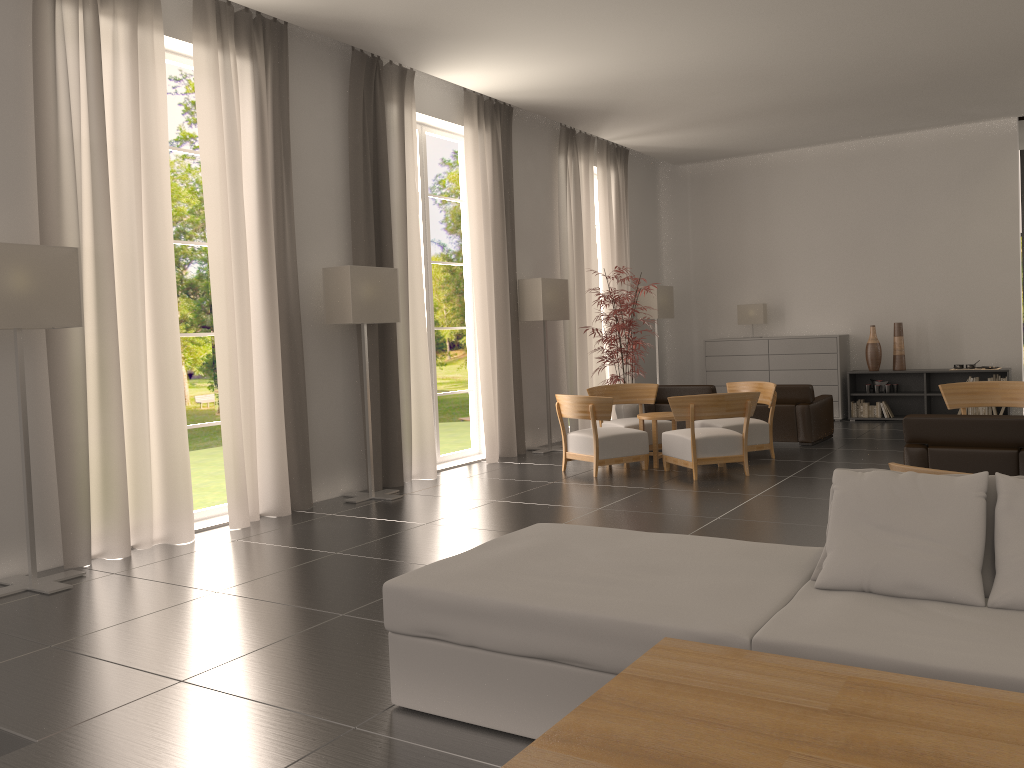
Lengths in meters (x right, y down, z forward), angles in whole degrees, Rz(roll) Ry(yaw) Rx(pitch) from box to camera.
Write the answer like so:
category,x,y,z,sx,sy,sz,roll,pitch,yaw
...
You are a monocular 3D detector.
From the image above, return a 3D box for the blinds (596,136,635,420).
category,x,y,z,sx,sy,sz,roll,pitch,yaw
blinds,2.334,-2.229,19.819,0.417,6.428,1.551,-1,2,29

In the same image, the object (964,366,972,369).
category,x,y,z,sx,sy,sz,roll,pitch,yaw
object,9.358,-0.336,18.328,0.292,0.058,0.086,-1,3,19

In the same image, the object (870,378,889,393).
category,x,y,z,sx,sy,sz,roll,pitch,yaw
object,7.997,0.032,19.293,0.142,0.309,0.413,-4,3,-43

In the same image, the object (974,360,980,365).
category,x,y,z,sx,sy,sz,roll,pitch,yaw
object,9.623,-0.419,18.488,0.261,0.151,0.086,-2,2,0

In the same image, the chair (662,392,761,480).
category,x,y,z,sx,sy,sz,roll,pitch,yaw
chair,2.886,0.718,13.112,1.452,1.226,1.151,-3,3,-13

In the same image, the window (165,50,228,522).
category,x,y,z,sx,sy,sz,roll,pitch,yaw
window,-4.271,-1.141,10.536,0.110,5.746,2.646,-1,3,32

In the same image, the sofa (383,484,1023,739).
category,x,y,z,sx,sy,sz,roll,pitch,yaw
sofa,1.041,1.351,2.883,5.524,1.204,5.609,0,4,32

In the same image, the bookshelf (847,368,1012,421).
category,x,y,z,sx,sy,sz,roll,pitch,yaw
bookshelf,8.811,0.239,18.793,3.080,1.078,0.741,0,3,32

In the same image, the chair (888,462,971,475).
category,x,y,z,sx,sy,sz,roll,pitch,yaw
chair,3.227,1.110,5.607,1.151,1.226,1.452,-4,3,-32

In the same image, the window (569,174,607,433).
category,x,y,z,sx,sy,sz,roll,pitch,yaw
window,1.385,-1.859,19.452,0.110,5.746,2.646,-1,3,32

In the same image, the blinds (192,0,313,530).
category,x,y,z,sx,sy,sz,roll,pitch,yaw
blinds,-3.213,-1.524,11.075,0.417,6.428,1.551,-1,2,29

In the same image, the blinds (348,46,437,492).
category,x,y,z,sx,sy,sz,roll,pitch,yaw
blinds,-1.819,-1.701,13.275,0.415,6.428,1.551,-1,3,37

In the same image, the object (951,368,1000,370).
category,x,y,z,sx,sy,sz,roll,pitch,yaw
object,9.554,-0.310,18.275,0.893,0.003,0.672,0,4,35

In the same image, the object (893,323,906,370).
category,x,y,z,sx,sy,sz,roll,pitch,yaw
object,8.332,-0.809,19.101,0.262,1.024,0.263,-1,3,36

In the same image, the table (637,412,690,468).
category,x,y,z,sx,sy,sz,roll,pitch,yaw
table,2.459,0.887,14.220,0.870,0.802,0.870,-4,3,-35

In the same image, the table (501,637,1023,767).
category,x,y,z,sx,sy,sz,roll,pitch,yaw
table,0.922,1.555,2.722,1.600,0.839,1.602,-1,3,32

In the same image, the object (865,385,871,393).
category,x,y,z,sx,sy,sz,roll,pitch,yaw
object,7.753,0.108,19.293,0.135,0.178,0.136,-1,3,34

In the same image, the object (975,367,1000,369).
category,x,y,z,sx,sy,sz,roll,pitch,yaw
object,9.758,-0.333,18.183,0.293,0.034,0.405,-3,3,-10

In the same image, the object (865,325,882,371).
category,x,y,z,sx,sy,sz,roll,pitch,yaw
object,7.815,-0.774,19.169,0.327,0.991,0.327,-4,3,-34

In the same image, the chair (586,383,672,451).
category,x,y,z,sx,sy,sz,roll,pitch,yaw
chair,2.089,0.632,15.315,1.452,1.226,1.151,-3,3,-23

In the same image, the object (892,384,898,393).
category,x,y,z,sx,sy,sz,roll,pitch,yaw
object,8.275,0.094,19.150,0.135,0.178,0.136,0,3,39

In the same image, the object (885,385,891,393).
category,x,y,z,sx,sy,sz,roll,pitch,yaw
object,8.072,0.108,19.035,0.136,0.178,0.135,-2,2,3

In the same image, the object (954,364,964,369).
category,x,y,z,sx,sy,sz,roll,pitch,yaw
object,9.381,-0.365,18.613,0.188,0.082,0.188,-3,3,-7

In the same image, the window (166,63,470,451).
category,x,y,z,sx,sy,sz,roll,pitch,yaw
window,13.015,-4.801,17.093,99.106,20.567,48.668,0,4,32

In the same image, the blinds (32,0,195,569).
category,x,y,z,sx,sy,sz,roll,pitch,yaw
blinds,-4.247,-1.393,9.448,0.415,6.428,1.551,-1,3,37

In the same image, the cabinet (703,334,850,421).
category,x,y,z,sx,sy,sz,roll,pitch,yaw
cabinet,6.140,-0.150,20.613,3.080,1.875,1.041,-1,3,32

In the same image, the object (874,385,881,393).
category,x,y,z,sx,sy,sz,roll,pitch,yaw
object,7.882,0.112,19.123,0.135,0.178,0.136,-1,3,34

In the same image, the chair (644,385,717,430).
category,x,y,z,sx,sy,sz,roll,pitch,yaw
chair,3.519,0.523,17.452,1.537,1.075,1.501,-1,3,32

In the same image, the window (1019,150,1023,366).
category,x,y,z,sx,sy,sz,roll,pitch,yaw
window,11.618,-3.361,25.147,10.307,7.376,0.100,-1,3,32

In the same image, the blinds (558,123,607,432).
category,x,y,z,sx,sy,sz,roll,pitch,yaw
blinds,1.427,-2.114,18.392,0.415,6.428,1.551,-1,3,37

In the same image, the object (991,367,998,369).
category,x,y,z,sx,sy,sz,roll,pitch,yaw
object,9.751,-0.321,17.919,0.112,0.040,0.034,-1,3,22

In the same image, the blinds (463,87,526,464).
category,x,y,z,sx,sy,sz,roll,pitch,yaw
blinds,-0.302,-1.894,15.663,0.417,6.428,1.551,-1,2,29

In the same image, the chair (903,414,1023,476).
category,x,y,z,sx,sy,sz,roll,pitch,yaw
chair,5.350,0.842,10.170,1.537,1.075,1.501,-1,3,32

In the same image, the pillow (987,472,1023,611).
category,x,y,z,sx,sy,sz,roll,pitch,yaw
pillow,2.759,0.774,4.265,0.801,0.595,0.596,-1,3,33

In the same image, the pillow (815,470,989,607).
category,x,y,z,sx,sy,sz,roll,pitch,yaw
pillow,2.072,0.778,4.701,0.801,0.598,0.586,-1,3,32

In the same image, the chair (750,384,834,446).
category,x,y,z,sx,sy,sz,roll,pitch,yaw
chair,5.027,0.512,16.494,1.537,1.075,1.501,-1,3,32

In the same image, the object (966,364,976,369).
category,x,y,z,sx,sy,sz,roll,pitch,yaw
object,9.568,-0.366,18.490,0.188,0.082,0.188,-5,4,-43

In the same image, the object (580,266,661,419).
category,x,y,z,sx,sy,sz,roll,pitch,yaw
object,2.036,-0.527,16.774,1.489,3.395,1.772,-2,2,17

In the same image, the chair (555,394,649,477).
category,x,y,z,sx,sy,sz,roll,pitch,yaw
chair,1.370,0.743,13.820,1.151,1.226,1.452,-4,3,-32

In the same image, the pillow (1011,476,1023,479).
category,x,y,z,sx,sy,sz,roll,pitch,yaw
pillow,2.888,0.783,4.346,0.919,0.591,0.558,-1,3,32

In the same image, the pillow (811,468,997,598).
category,x,y,z,sx,sy,sz,roll,pitch,yaw
pillow,2.150,0.788,4.819,0.919,0.577,0.549,-1,3,32

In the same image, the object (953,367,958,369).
category,x,y,z,sx,sy,sz,roll,pitch,yaw
object,9.238,-0.329,18.457,0.034,0.040,0.112,-3,3,-13

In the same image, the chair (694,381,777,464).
category,x,y,z,sx,sy,sz,roll,pitch,yaw
chair,3.681,0.603,14.620,1.151,1.226,1.452,-3,3,-17

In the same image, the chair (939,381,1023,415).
category,x,y,z,sx,sy,sz,roll,pitch,yaw
chair,6.611,0.606,12.130,1.451,1.226,1.152,-1,3,32

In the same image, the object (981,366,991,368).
category,x,y,z,sx,sy,sz,roll,pitch,yaw
object,9.717,-0.354,18.175,0.014,0.015,0.515,-2,3,9

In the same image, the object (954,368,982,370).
category,x,y,z,sx,sy,sz,roll,pitch,yaw
object,9.360,-0.308,18.221,0.514,0.015,0.014,-1,3,25

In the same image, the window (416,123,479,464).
category,x,y,z,sx,sy,sz,roll,pitch,yaw
window,-1.443,-1.500,14.994,0.110,5.746,2.646,-1,3,32
